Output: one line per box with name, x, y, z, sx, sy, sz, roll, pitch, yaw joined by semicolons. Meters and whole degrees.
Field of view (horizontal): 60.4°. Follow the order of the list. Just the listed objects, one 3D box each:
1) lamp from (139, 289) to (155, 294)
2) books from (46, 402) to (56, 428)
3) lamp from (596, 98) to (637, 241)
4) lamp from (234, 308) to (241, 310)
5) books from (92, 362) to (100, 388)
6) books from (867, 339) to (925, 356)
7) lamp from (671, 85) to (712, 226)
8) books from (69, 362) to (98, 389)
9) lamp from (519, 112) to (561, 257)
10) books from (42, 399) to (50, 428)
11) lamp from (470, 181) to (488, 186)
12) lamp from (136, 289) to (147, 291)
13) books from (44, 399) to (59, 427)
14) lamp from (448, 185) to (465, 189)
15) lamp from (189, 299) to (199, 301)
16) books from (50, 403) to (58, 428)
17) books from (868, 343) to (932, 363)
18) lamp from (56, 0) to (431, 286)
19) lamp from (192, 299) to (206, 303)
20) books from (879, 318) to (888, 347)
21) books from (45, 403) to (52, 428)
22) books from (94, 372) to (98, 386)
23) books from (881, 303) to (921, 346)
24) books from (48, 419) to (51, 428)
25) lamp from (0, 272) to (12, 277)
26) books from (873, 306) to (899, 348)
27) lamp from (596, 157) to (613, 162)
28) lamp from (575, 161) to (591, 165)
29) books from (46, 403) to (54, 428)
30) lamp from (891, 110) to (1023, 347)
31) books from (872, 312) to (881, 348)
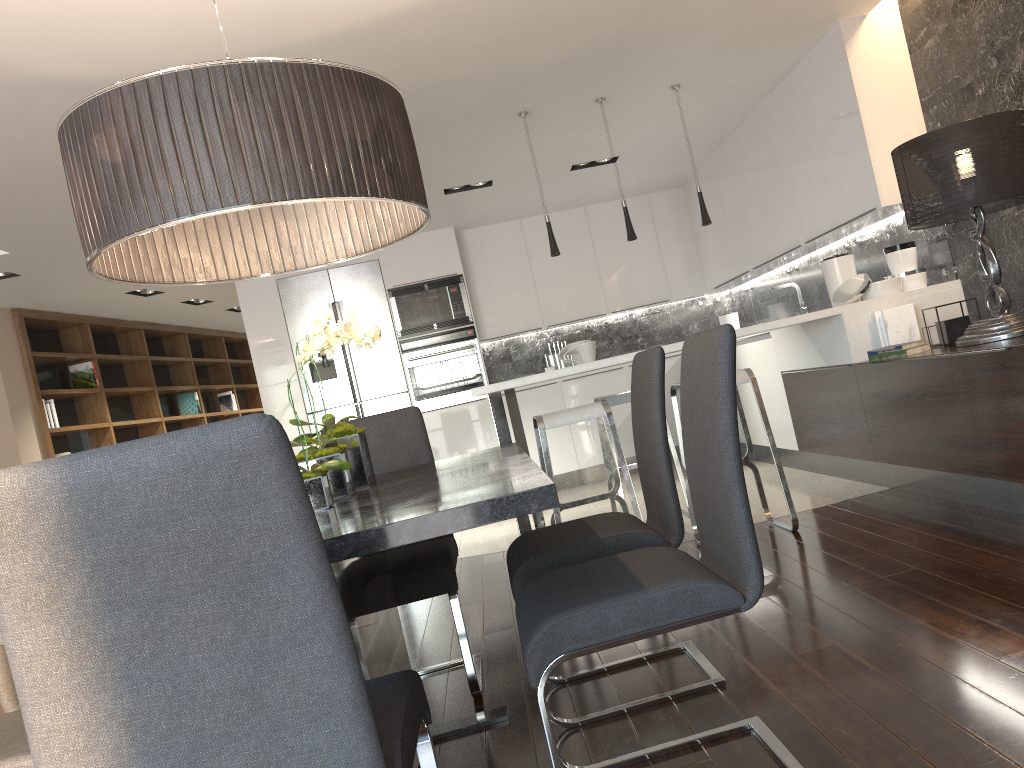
lamp;-3.178;-0.834;7.712;0.167;0.077;0.186;-13;-1;41
books;-3.875;0.273;7.280;0.151;0.222;0.023;-13;0;1
lamp;0.612;-1.254;5.156;0.058;0.845;0.057;-13;0;-5
lamp;-2.961;-0.855;9.645;0.176;0.077;0.178;-13;-1;5
books;-3.863;-0.063;8.001;0.177;0.251;0.024;-13;0;2
books;1.906;-0.180;4.365;0.174;0.024;0.217;-12;-1;-26
lamp;1.065;-1.356;5.225;0.058;0.845;0.057;-13;0;-5
books;-3.871;-0.060;7.945;0.192;0.248;0.043;-13;0;2
lamp;0.159;-1.152;5.088;0.058;0.845;0.057;-13;0;-5
books;-3.875;0.261;7.165;0.174;0.244;0.019;-13;0;2
lamp;-0.244;-1.519;6.533;0.184;0.077;0.170;-12;-1;-23
lamp;-3.199;-0.833;7.533;0.167;0.077;0.186;-13;-1;40
books;-3.881;0.264;7.320;0.174;0.244;0.019;-13;0;2
lamp;-0.420;-1.479;6.506;0.179;0.077;0.174;-13;-1;-5
lamp;-3.091;-0.842;8.501;0.167;0.077;0.186;-13;-1;40
books;-3.862;0.278;7.301;0.154;0.205;0.020;-13;0;2
books;1.921;-0.154;4.361;0.188;0.034;0.232;-12;-1;-27
lamp;-0.722;-0.877;2.183;0.781;1.102;0.827;-13;0;19
lamp;-3.071;-0.844;8.680;0.167;0.077;0.186;-13;-1;41
books;2.019;-0.261;4.614;0.157;0.205;0.020;-13;0;-8
books;-3.873;0.272;7.209;0.151;0.222;0.023;-13;0;1
books;-3.866;-0.062;7.978;0.177;0.251;0.024;-13;0;2
books;2.036;-0.284;4.594;0.178;0.243;0.023;-13;0;-8
books;-3.876;0.268;7.186;0.164;0.233;0.023;-13;0;2
lamp;-3.515;-0.783;6.038;0.186;0.077;0.167;-12;-1;-40
books;2.013;-0.278;4.636;0.177;0.244;0.019;-13;0;-8
lamp;0.704;-1.732;6.676;0.186;0.077;0.168;-12;-1;-34
lamp;0.527;-1.693;6.648;0.185;0.077;0.168;-12;-1;-30
books;-3.859;0.276;7.230;0.154;0.205;0.020;-13;0;2
lamp;2.106;-0.665;3.944;0.610;0.933;0.575;-13;0;-15
books;2.028;-0.281;4.680;0.177;0.244;0.019;-13;0;-8
